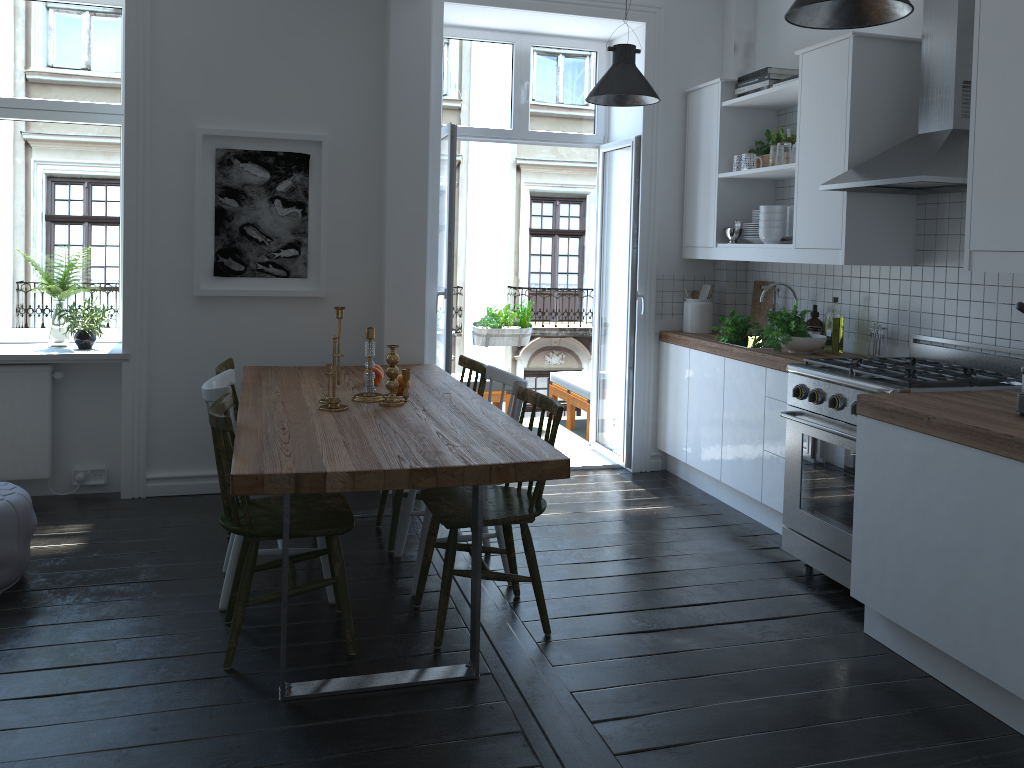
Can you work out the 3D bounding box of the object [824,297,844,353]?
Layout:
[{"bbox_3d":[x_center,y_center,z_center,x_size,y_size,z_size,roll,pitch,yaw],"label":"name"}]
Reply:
[{"bbox_3d":[1.640,-0.302,4.480,0.066,0.281,0.066,0,3,-21],"label":"object"}]

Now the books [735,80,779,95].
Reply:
[{"bbox_3d":[1.450,-1.649,4.923,0.259,0.030,0.332,-1,9,-18],"label":"books"}]

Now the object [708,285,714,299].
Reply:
[{"bbox_3d":[1.190,-0.462,5.384,0.056,0.294,0.131,0,4,-37],"label":"object"}]

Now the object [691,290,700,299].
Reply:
[{"bbox_3d":[1.129,-0.451,5.436,0.061,0.250,0.118,2,3,13],"label":"object"}]

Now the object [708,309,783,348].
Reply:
[{"bbox_3d":[1.287,-0.255,4.801,0.284,0.305,0.472,-3,8,-43],"label":"object"}]

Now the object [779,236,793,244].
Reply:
[{"bbox_3d":[1.503,-0.730,4.499,0.277,0.042,0.248,-2,9,-23],"label":"object"}]

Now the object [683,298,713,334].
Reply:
[{"bbox_3d":[1.143,-0.420,5.408,0.174,0.207,0.175,0,5,-12],"label":"object"}]

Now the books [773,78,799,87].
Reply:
[{"bbox_3d":[1.559,-1.549,4.560,0.261,0.037,0.354,-1,9,-17],"label":"books"}]

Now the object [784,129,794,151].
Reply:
[{"bbox_3d":[1.517,-1.287,4.827,0.060,0.224,0.060,0,3,-33],"label":"object"}]

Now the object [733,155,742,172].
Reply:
[{"bbox_3d":[1.310,-1.249,5.024,0.083,0.099,0.109,6,7,43],"label":"object"}]

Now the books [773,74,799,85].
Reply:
[{"bbox_3d":[1.568,-1.576,4.563,0.274,0.016,0.345,-1,9,-15],"label":"books"}]

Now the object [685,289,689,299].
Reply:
[{"bbox_3d":[1.105,-0.457,5.436,0.149,0.261,0.054,-2,4,-41],"label":"object"}]

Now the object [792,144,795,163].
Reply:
[{"bbox_3d":[1.487,-1.183,4.564,0.086,0.119,0.086,6,6,42],"label":"object"}]

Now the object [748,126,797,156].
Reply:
[{"bbox_3d":[1.481,-1.330,5.003,0.163,0.252,0.350,-1,7,-26],"label":"object"}]

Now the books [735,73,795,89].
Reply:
[{"bbox_3d":[1.465,-1.678,4.914,0.287,0.030,0.355,-1,9,-16],"label":"books"}]

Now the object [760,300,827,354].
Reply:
[{"bbox_3d":[1.415,-0.292,4.439,0.338,0.267,0.274,-2,6,-26],"label":"object"}]

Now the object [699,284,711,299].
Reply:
[{"bbox_3d":[1.153,-0.466,5.411,0.141,0.288,0.065,-2,4,-43],"label":"object"}]

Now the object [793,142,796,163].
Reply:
[{"bbox_3d":[1.473,-1.170,4.479,0.086,0.119,0.086,6,6,42],"label":"object"}]

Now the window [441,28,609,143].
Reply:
[{"bbox_3d":[0.065,-1.908,5.649,1.179,0.654,0.106,-1,3,-16],"label":"window"}]

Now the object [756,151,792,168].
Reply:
[{"bbox_3d":[1.498,-1.232,4.934,0.153,0.102,0.397,-1,9,-16],"label":"object"}]

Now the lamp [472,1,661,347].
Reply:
[{"bbox_3d":[0.296,-1.345,5.656,0.492,2.493,2.727,1,6,-16],"label":"lamp"}]

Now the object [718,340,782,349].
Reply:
[{"bbox_3d":[1.355,-0.163,4.795,0.353,0.110,0.376,-1,9,-16],"label":"object"}]

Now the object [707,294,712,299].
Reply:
[{"bbox_3d":[1.190,-0.441,5.394,0.051,0.246,0.115,3,4,38],"label":"object"}]

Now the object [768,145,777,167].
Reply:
[{"bbox_3d":[1.391,-1.194,4.624,0.086,0.119,0.087,2,4,7],"label":"object"}]

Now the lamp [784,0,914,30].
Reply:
[{"bbox_3d":[1.078,-1.638,2.779,0.385,0.934,0.388,1,3,-8],"label":"lamp"}]

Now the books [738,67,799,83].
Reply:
[{"bbox_3d":[1.458,-1.714,4.924,0.259,0.038,0.329,-1,9,-14],"label":"books"}]

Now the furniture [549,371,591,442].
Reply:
[{"bbox_3d":[0.620,0.154,6.738,0.400,0.372,0.930,0,8,-16],"label":"furniture"}]

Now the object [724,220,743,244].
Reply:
[{"bbox_3d":[1.257,-0.860,4.989,0.102,0.133,0.212,1,7,-4],"label":"object"}]

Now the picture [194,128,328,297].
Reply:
[{"bbox_3d":[-1.360,-0.924,4.796,0.687,0.883,0.084,0,2,-16],"label":"picture"}]

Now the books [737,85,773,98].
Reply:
[{"bbox_3d":[1.461,-1.610,4.916,0.259,0.043,0.355,-1,9,-14],"label":"books"}]

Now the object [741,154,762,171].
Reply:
[{"bbox_3d":[1.328,-1.229,4.902,0.083,0.099,0.109,-1,6,-27],"label":"object"}]

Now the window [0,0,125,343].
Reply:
[{"bbox_3d":[-2.903,-1.210,4.821,1.568,1.976,0.108,0,2,-16],"label":"window"}]

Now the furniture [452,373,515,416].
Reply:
[{"bbox_3d":[-0.323,0.133,6.720,0.600,0.373,0.404,-1,6,-16],"label":"furniture"}]

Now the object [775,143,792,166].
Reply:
[{"bbox_3d":[1.400,-1.181,4.538,0.086,0.119,0.087,2,4,7],"label":"object"}]

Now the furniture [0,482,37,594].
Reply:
[{"bbox_3d":[-2.200,0.608,3.433,0.615,0.417,0.616,-1,7,-22],"label":"furniture"}]
